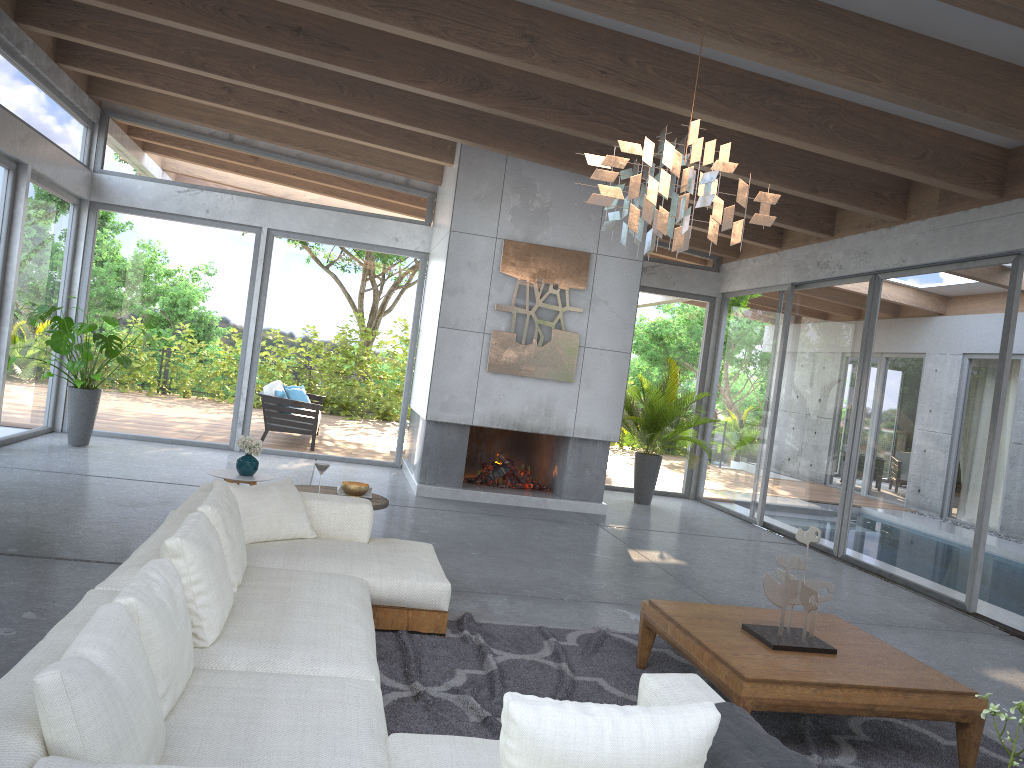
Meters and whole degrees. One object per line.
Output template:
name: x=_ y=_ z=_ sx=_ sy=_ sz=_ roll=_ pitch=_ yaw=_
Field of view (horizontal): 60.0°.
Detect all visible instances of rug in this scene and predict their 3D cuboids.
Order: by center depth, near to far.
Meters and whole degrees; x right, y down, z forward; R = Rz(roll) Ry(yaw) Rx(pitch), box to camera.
rug: x=0.655 y=1.379 z=3.866 sx=3.186 sy=0.056 sz=2.187 roll=7 pitch=1 yaw=-11

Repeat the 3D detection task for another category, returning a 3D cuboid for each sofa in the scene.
sofa: x=-0.533 y=0.952 z=3.469 sx=1.965 sy=0.777 sz=3.733 roll=7 pitch=1 yaw=-11

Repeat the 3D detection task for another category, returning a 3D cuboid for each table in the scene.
table: x=1.232 y=1.307 z=3.917 sx=1.048 sy=0.352 sz=1.112 roll=7 pitch=1 yaw=-11
table: x=-1.172 y=0.924 z=5.636 sx=0.725 sy=0.441 sz=0.725 roll=8 pitch=1 yaw=41

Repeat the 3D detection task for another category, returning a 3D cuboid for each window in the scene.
window: x=1.405 y=-0.373 z=3.592 sx=14.294 sy=3.764 sz=23.280 roll=7 pitch=1 yaw=-11

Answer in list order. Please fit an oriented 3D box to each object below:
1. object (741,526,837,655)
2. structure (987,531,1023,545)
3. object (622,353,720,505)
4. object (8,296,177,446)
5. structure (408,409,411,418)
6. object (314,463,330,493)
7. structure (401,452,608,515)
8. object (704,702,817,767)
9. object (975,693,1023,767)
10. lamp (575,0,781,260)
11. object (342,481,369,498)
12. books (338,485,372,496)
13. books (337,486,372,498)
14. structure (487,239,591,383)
object: x=1.258 y=0.872 z=3.928 sx=0.346 sy=0.518 sz=0.379 roll=7 pitch=1 yaw=-11
structure: x=7.545 y=2.261 z=7.019 sx=0.477 sy=0.068 sz=13.673 roll=7 pitch=1 yaw=-11
object: x=1.687 y=0.527 z=10.614 sx=1.484 sy=1.819 sz=1.798 roll=7 pitch=1 yaw=-4
object: x=-4.525 y=-0.138 z=9.403 sx=1.416 sy=1.540 sz=1.731 roll=8 pitch=1 yaw=8
structure: x=-4.176 y=0.349 z=11.303 sx=15.587 sy=3.022 sz=31.708 roll=8 pitch=1 yaw=30
object: x=-1.176 y=0.596 z=5.441 sx=0.099 sy=0.212 sz=0.099 roll=8 pitch=1 yaw=20
structure: x=-0.159 y=0.920 z=10.175 sx=2.012 sy=0.595 sz=2.203 roll=7 pitch=1 yaw=-11
object: x=0.452 y=1.210 z=2.194 sx=0.857 sy=0.704 sz=0.472 roll=7 pitch=1 yaw=-15
object: x=1.010 y=1.027 z=1.894 sx=0.171 sy=0.750 sz=0.238 roll=8 pitch=1 yaw=10
lamp: x=0.613 y=-1.213 z=3.595 sx=0.862 sy=1.400 sz=0.636 roll=8 pitch=1 yaw=36
object: x=-0.992 y=0.677 z=5.593 sx=0.173 sy=0.097 sz=0.173 roll=7 pitch=1 yaw=-32
books: x=-1.028 y=0.696 z=5.830 sx=0.205 sy=0.012 sz=0.290 roll=7 pitch=1 yaw=-6
books: x=-1.037 y=0.708 z=5.831 sx=0.220 sy=0.015 sz=0.303 roll=7 pitch=1 yaw=-12
structure: x=0.275 y=-0.736 z=9.049 sx=0.919 sy=1.351 sz=0.041 roll=7 pitch=1 yaw=-11
